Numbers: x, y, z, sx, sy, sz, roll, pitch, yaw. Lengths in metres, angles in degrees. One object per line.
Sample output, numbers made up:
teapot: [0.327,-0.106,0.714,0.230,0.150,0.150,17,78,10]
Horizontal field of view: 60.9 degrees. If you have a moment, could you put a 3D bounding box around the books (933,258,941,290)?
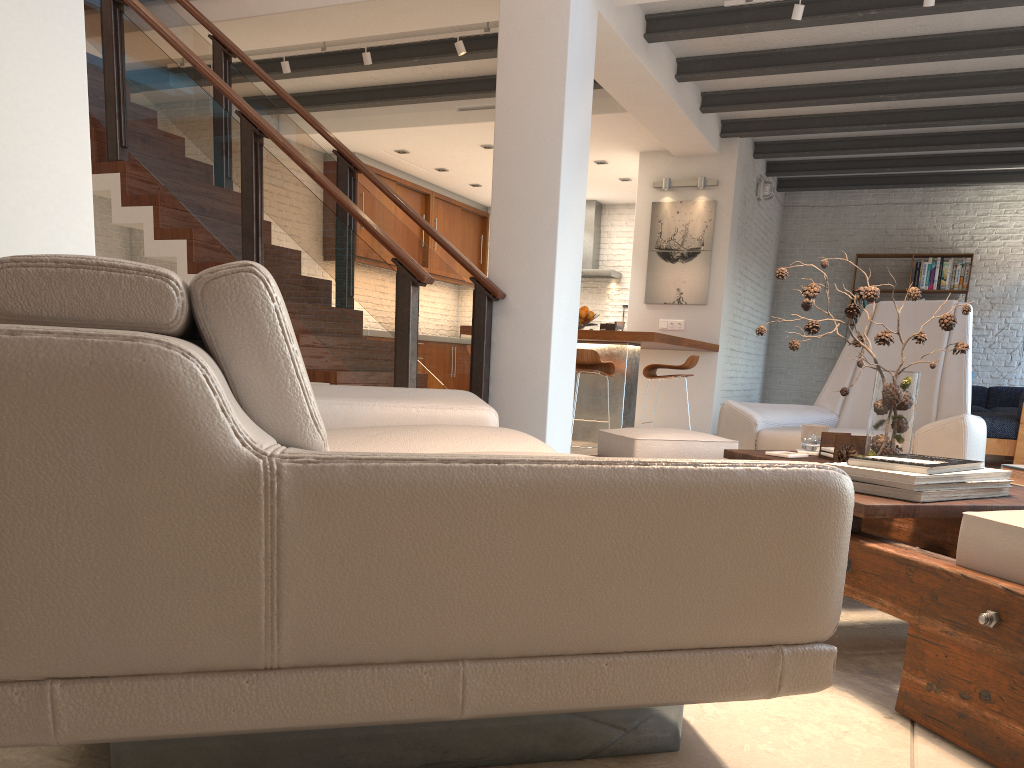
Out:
books: [5.228,-1.344,10.735,0.036,0.393,0.239,8,10,24]

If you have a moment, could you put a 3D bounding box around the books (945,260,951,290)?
books: [5.343,-1.323,10.699,0.020,0.368,0.267,8,9,24]

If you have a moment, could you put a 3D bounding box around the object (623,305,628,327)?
object: [1.777,-0.876,11.862,0.664,0.400,0.137,5,10,23]

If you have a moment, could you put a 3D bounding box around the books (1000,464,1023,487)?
books: [1.703,0.289,2.628,0.327,0.058,0.249,3,2,-6]

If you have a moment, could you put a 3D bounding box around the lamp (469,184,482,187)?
lamp: [-0.458,-2.531,11.023,0.123,0.056,0.122,4,3,24]

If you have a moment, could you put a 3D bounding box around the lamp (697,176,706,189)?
lamp: [1.885,-1.999,8.664,0.079,0.107,0.078,-3,10,-38]

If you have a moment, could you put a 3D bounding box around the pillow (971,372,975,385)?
pillow: [5.059,0.040,10.136,0.551,0.420,0.219,5,9,22]

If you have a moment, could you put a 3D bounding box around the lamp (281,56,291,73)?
lamp: [-1.751,-2.461,6.748,0.060,0.132,0.084,8,10,26]

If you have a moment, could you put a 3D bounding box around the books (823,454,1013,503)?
books: [0.948,0.213,2.015,0.400,0.076,0.245,2,3,-34]

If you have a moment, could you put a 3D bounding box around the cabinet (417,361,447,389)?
cabinet: [0.016,-1.062,11.278,4.785,2.909,2.207,2,8,-12]

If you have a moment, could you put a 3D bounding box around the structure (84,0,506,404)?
structure: [-0.160,-1.618,5.853,10.083,4.240,13.656,4,3,24]

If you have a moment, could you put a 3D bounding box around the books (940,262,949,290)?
books: [5.301,-1.311,10.704,0.055,0.338,0.250,8,9,24]

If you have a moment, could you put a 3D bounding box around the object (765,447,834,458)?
object: [0.937,0.214,2.797,0.271,0.035,0.243,3,2,-4]

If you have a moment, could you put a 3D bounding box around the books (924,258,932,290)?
books: [5.145,-1.349,10.777,0.036,0.393,0.239,8,10,24]

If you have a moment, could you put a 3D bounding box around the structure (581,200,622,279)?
structure: [0.982,-1.963,11.831,0.978,1.019,0.448,6,10,23]

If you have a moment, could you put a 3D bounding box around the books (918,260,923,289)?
books: [5.071,-1.340,10.826,0.020,0.368,0.267,8,9,24]

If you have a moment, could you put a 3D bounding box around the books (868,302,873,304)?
books: [4.621,-0.916,11.112,0.193,0.327,0.250,7,9,24]

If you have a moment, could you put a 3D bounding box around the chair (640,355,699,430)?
chair: [1.337,0.146,7.313,0.419,0.795,0.396,7,10,24]

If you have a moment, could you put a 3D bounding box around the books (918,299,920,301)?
books: [5.107,-0.900,10.890,0.123,0.358,0.267,8,9,24]

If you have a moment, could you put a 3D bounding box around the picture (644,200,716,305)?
picture: [1.713,-1.337,8.920,0.650,1.042,0.019,6,12,23]

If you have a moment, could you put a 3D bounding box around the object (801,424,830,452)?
object: [0.988,0.178,2.857,0.091,0.087,0.089,1,7,-17]

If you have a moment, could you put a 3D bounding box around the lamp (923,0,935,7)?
lamp: [2.382,-2.209,4.968,0.060,0.132,0.084,8,10,26]

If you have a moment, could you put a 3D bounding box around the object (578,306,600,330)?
object: [0.569,-0.557,7.502,0.366,0.227,0.355,2,4,-11]

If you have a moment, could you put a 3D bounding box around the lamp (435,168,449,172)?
lamp: [-0.823,-2.530,10.224,0.123,0.056,0.122,4,3,24]

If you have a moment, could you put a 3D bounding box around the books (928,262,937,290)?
books: [5.192,-1.319,10.778,0.055,0.338,0.250,8,9,24]

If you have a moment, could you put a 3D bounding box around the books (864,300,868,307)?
books: [4.529,-0.953,11.121,0.120,0.391,0.239,8,10,24]

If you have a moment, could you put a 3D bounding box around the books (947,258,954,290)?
books: [5.376,-1.335,10.697,0.036,0.393,0.239,8,10,24]

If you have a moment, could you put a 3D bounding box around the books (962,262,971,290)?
books: [5.540,-1.297,10.635,0.055,0.338,0.250,8,9,24]

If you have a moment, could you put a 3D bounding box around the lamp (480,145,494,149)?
lamp: [-0.245,-2.472,9.018,0.123,0.056,0.122,4,3,24]

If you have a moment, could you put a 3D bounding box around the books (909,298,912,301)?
books: [5.007,-0.923,10.935,0.100,0.394,0.239,8,10,24]

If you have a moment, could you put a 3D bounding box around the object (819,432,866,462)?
object: [1.032,0.197,2.724,0.094,0.084,0.112,2,5,-4]

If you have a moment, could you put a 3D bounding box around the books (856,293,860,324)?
books: [4.436,-0.961,11.174,0.090,0.394,0.239,8,10,24]

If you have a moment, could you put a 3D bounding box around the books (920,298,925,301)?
books: [5.144,-0.888,10.860,0.157,0.338,0.250,7,9,24]

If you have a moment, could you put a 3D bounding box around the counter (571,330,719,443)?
counter: [0.822,0.020,8.230,1.674,0.942,2.460,5,3,24]

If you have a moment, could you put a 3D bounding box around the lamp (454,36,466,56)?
lamp: [-0.364,-2.376,6.143,0.087,0.132,0.057,0,10,-16]

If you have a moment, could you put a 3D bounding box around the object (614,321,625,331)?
object: [0.897,-0.478,7.284,0.090,0.087,0.090,8,8,39]

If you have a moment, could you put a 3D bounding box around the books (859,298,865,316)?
books: [4.490,-0.932,11.176,0.101,0.342,0.250,8,9,24]

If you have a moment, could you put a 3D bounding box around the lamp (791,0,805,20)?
lamp: [1.723,-2.249,5.249,0.059,0.132,0.083,2,9,-6]

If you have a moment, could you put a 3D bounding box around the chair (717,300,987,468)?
chair: [1.549,0.128,3.734,1.012,1.042,0.962,8,9,40]

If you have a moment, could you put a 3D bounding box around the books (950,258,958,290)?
books: [5.404,-1.333,10.671,0.036,0.393,0.239,8,10,24]

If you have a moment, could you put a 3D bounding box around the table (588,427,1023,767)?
table: [1.327,0.434,2.524,1.972,0.439,2.157,2,2,-15]

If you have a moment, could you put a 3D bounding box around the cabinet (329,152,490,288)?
cabinet: [-1.237,-1.972,11.270,0.458,1.189,3.294,7,4,24]

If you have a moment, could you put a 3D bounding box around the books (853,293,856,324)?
books: [4.399,-0.962,11.182,0.090,0.394,0.239,8,10,24]

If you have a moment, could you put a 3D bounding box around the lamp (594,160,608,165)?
lamp: [0.967,-2.421,9.453,0.123,0.056,0.122,4,3,24]

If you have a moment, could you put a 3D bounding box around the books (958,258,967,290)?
books: [5.489,-1.328,10.634,0.036,0.393,0.239,8,10,24]

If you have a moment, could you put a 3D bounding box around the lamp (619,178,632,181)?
lamp: [1.333,-2.422,10.252,0.123,0.056,0.122,4,3,24]

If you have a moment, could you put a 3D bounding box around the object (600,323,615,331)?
object: [0.814,-0.471,7.403,0.094,0.084,0.112,1,6,-21]

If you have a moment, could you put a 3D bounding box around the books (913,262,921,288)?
books: [5.036,-1.328,10.845,0.055,0.338,0.250,8,9,24]

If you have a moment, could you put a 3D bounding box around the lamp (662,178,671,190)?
lamp: [1.561,-2.019,8.803,0.079,0.107,0.078,-3,10,-38]

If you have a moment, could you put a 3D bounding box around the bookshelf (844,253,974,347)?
bookshelf: [4.917,-0.485,11.017,1.307,2.260,0.356,7,12,23]

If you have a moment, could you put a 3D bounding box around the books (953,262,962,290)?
books: [5.442,-1.303,10.653,0.055,0.338,0.250,8,9,24]

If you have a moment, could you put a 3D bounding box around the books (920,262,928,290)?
books: [5.099,-1.324,10.798,0.055,0.338,0.250,8,9,24]

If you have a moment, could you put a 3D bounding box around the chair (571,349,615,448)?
chair: [0.564,0.112,7.068,0.401,0.795,0.413,7,10,24]

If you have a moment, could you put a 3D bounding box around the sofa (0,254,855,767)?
sofa: [-0.370,0.191,2.134,1.145,0.773,2.278,2,3,-16]

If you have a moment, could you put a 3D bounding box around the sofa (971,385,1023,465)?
sofa: [4.773,0.343,8.534,2.065,0.676,3.893,4,2,24]

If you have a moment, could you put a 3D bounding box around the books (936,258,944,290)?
books: [5.266,-1.342,10.730,0.036,0.393,0.239,8,10,24]

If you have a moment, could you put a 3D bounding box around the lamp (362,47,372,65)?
lamp: [-1.072,-2.420,6.456,0.060,0.132,0.084,8,10,26]

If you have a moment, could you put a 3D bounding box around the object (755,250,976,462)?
object: [0.942,-0.066,2.437,0.542,0.623,0.307,2,9,-5]

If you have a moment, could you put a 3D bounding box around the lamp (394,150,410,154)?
lamp: [-1.189,-2.530,9.424,0.123,0.056,0.122,4,3,24]

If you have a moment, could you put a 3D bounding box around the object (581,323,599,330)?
object: [1.073,-0.689,11.841,0.260,0.282,0.258,-4,10,-44]
